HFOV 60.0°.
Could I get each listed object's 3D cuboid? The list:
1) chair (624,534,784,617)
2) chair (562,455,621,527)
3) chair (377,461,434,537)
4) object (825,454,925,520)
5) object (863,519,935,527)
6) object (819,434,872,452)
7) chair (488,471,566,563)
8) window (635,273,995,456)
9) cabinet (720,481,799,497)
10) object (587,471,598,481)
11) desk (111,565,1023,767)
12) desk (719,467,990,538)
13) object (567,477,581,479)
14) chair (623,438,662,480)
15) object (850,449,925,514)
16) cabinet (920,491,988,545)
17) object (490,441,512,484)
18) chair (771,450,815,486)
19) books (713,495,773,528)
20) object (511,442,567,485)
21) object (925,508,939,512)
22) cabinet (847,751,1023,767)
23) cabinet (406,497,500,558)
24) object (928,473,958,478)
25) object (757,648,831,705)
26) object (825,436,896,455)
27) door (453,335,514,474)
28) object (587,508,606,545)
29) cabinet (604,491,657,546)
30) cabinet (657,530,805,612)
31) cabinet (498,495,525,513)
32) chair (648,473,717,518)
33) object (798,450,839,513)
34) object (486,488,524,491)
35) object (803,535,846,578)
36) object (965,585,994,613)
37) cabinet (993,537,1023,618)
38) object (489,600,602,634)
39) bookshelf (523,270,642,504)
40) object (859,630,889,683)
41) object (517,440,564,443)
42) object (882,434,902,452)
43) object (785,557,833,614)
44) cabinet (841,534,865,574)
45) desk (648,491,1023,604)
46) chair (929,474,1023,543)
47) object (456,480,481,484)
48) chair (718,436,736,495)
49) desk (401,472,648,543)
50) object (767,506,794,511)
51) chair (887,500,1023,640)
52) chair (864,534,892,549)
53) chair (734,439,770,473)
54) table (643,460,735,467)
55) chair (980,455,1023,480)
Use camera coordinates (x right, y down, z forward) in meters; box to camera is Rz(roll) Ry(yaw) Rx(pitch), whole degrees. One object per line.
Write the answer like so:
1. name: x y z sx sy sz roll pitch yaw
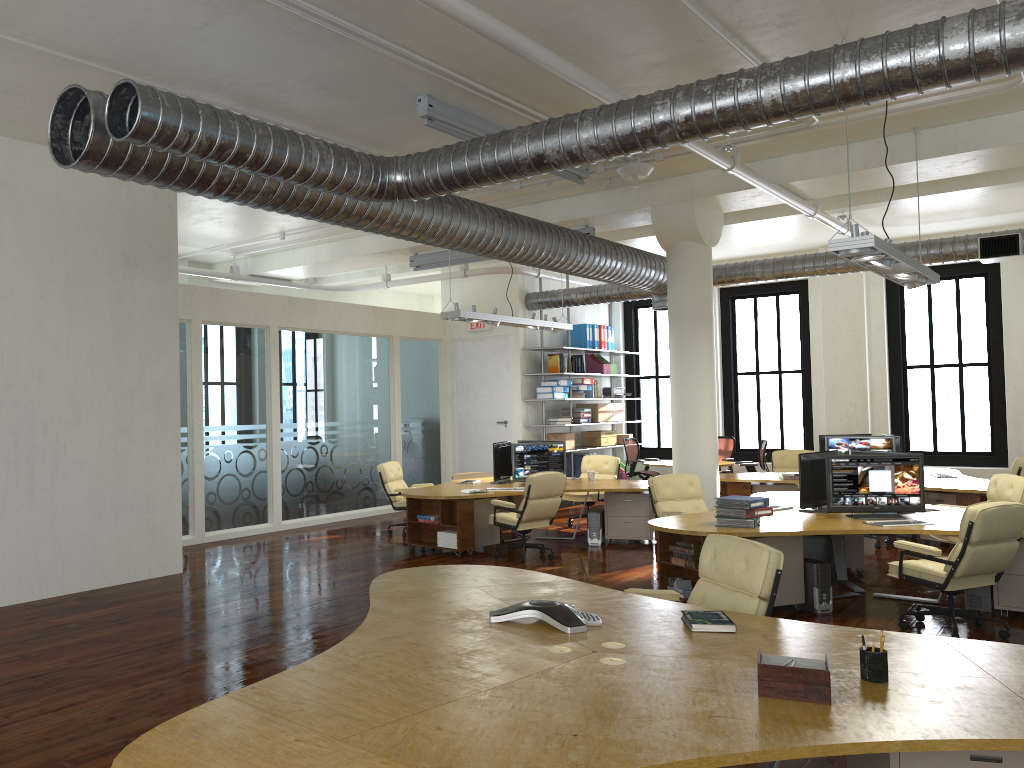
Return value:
1. chair: 1.000 1.371 4.919 0.752 1.021 0.744 -1 -2 -14
2. chair: 1.137 1.568 13.062 0.704 1.021 0.788 0 -2 -44
3. chair: -1.441 1.605 12.501 0.839 1.021 0.664 -2 -2 22
4. object: 3.181 0.893 7.759 0.824 0.552 0.285 -1 -2 6
5. object: 3.202 1.151 7.347 0.460 0.016 0.237 -1 -1 -11
6. object: 4.636 0.976 12.324 0.783 0.552 0.300 -1 -2 -10
7. chair: 0.168 1.521 10.356 0.647 1.021 0.858 0 -2 -44
8. window: 1.602 0.488 0.566 77.798 14.083 43.584 -2 -2 21
9. cabinet: 3.418 1.661 12.277 0.933 0.709 0.844 -2 -2 12
10. object: 1.097 1.253 12.113 0.138 0.131 0.112 -1 -2 -12
11. desk: 0.755 1.482 3.598 3.690 0.734 3.691 -1 -1 13
12. desk: 5.100 1.606 12.101 4.279 0.734 3.160 -2 -2 42
13. object: 0.714 1.327 12.571 0.524 0.016 0.207 -2 -2 41
14. chair: 2.386 1.546 15.844 0.836 1.158 0.654 -3 -2 40
15. object: 3.470 0.898 8.211 0.274 0.552 0.854 -1 -2 -22
16. cabinet: 5.447 1.576 10.435 0.840 0.709 0.937 -1 -2 -19
17. object: -0.133 1.063 12.081 0.312 0.552 0.751 -2 -2 18
18. chair: 4.322 1.513 13.366 0.751 1.021 0.745 -2 -2 11
19. books: 1.906 1.075 7.486 0.415 0.227 0.456 0 -2 -42
20. object: 0.363 1.042 11.614 0.758 0.552 0.309 -1 -2 -20
21. object: 3.733 1.165 8.361 0.213 0.016 0.509 0 -2 -26
22. cabinet: 1.809 1.472 3.264 0.935 0.709 0.842 -2 -2 12
23. cabinet: -0.695 1.711 11.012 0.974 0.709 0.802 -3 -2 44
24. object: 5.693 1.209 11.718 0.243 0.016 0.448 -1 -1 14
25. object: 1.020 1.043 3.214 0.243 0.116 0.287 -2 -2 20
26. object: 4.603 0.962 11.726 0.884 0.552 0.264 -2 -2 33
27. door: -0.514 0.667 15.946 1.362 3.030 0.087 -3 -2 37
28. object: 1.083 1.835 11.415 0.191 0.411 0.452 -2 -2 13
29. cabinet: 1.671 1.674 11.421 0.940 0.709 0.837 -2 -2 14
30. cabinet: 1.905 1.578 7.652 0.831 0.709 0.945 -1 -2 -24
31. cabinet: -0.288 1.759 13.335 0.847 0.709 0.930 -1 -2 -16
32. chair: 1.895 1.458 9.190 0.669 1.021 0.834 -1 -2 -25
33. object: 2.895 0.913 8.352 0.730 0.552 0.320 0 -2 -43
34. object: -0.074 1.304 10.993 0.485 0.016 0.225 -1 -1 5
35. object: 3.080 1.736 8.967 0.497 0.411 0.174 -2 -2 10
36. object: 3.992 1.683 7.549 0.198 0.411 0.434 -3 -2 35
37. cabinet: 4.434 1.515 7.097 0.977 0.709 0.800 -2 -2 36
38. object: 0.183 1.098 4.316 0.566 0.093 0.393 -2 -2 32
39. bookshelf: 1.432 0.023 16.576 0.723 4.603 3.261 -3 -2 35
40. object: 1.340 1.008 3.288 0.097 0.185 0.080 -3 -2 45
41. object: 0.402 1.055 12.185 0.263 0.552 0.889 0 -2 -44
42. object: 5.118 0.957 11.928 0.303 0.552 0.774 -2 -2 7
43. object: 2.496 1.715 7.639 0.168 0.411 0.513 -1 -2 -27
44. cabinet: 3.234 1.596 9.468 0.914 0.709 0.862 -1 -1 6
45. desk: 3.196 1.553 8.453 4.026 0.734 3.388 -1 -1 8
46. chair: 4.564 1.394 8.681 0.806 1.021 0.695 -1 -2 7
47. object: -0.596 1.344 12.197 0.243 0.016 0.448 -1 -1 14
48. chair: 3.662 1.520 15.822 0.686 1.158 0.798 0 -2 -45
49. desk: 0.086 1.709 12.308 3.733 0.734 3.652 -1 -1 -15
50. object: 2.463 1.194 8.520 0.432 0.016 0.251 0 -2 -38
51. chair: 3.362 1.369 6.724 0.661 1.021 0.843 0 -2 -29
52. chair: 4.221 1.452 10.787 0.739 1.021 0.758 -1 -2 6
53. chair: 0.177 1.571 15.136 8.169 1.158 0.913 -1 -2 9
54. table: 3.031 1.723 15.215 1.371 0.745 1.596 0 -2 -28
55. chair: 6.260 1.429 11.477 0.859 1.021 0.646 -3 -2 41
